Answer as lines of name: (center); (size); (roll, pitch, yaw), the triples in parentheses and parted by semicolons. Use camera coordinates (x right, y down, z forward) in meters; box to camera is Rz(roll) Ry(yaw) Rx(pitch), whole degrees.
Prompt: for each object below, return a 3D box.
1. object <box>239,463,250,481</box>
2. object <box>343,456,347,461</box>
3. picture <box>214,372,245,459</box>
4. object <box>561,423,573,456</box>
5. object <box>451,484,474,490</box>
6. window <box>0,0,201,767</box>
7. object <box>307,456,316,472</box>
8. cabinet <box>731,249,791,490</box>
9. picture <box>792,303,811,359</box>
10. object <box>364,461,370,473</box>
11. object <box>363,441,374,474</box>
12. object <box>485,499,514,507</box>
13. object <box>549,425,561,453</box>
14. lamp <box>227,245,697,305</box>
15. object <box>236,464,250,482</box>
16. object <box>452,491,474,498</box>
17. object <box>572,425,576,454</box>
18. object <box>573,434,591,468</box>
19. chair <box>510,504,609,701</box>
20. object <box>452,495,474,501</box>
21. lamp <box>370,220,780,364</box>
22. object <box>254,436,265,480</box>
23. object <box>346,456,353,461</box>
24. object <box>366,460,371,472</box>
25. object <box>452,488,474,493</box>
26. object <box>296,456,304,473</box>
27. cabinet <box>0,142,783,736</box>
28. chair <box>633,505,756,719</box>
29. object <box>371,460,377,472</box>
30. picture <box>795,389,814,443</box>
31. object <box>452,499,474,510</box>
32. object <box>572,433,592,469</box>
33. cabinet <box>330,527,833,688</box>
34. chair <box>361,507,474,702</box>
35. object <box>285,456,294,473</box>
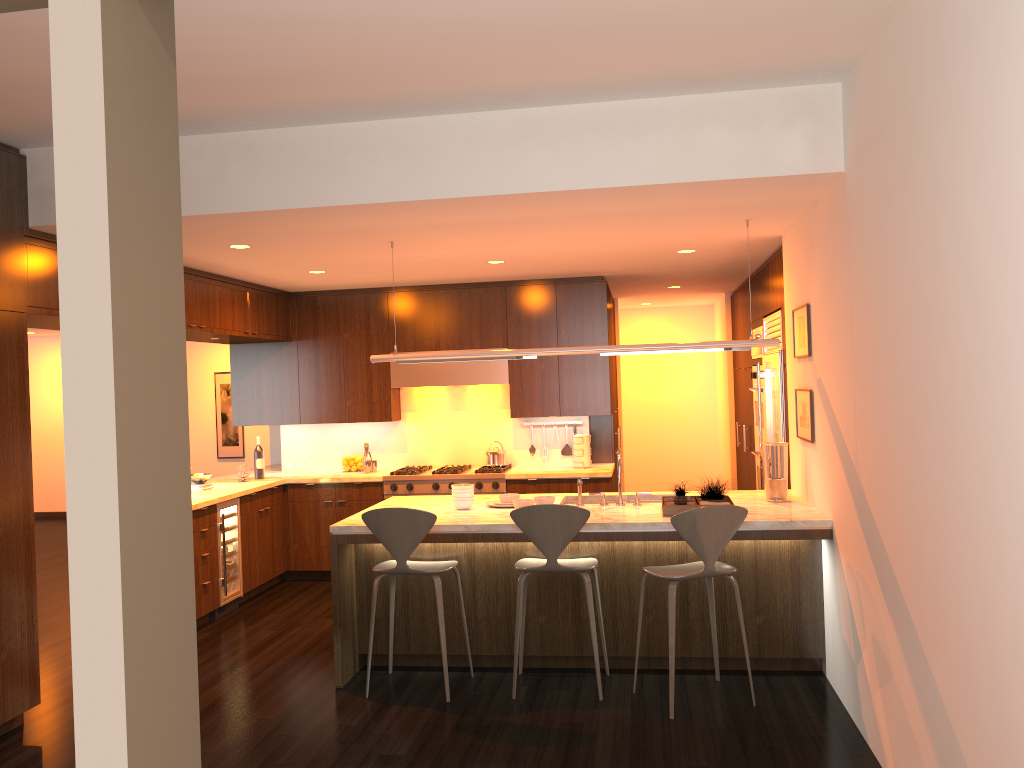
object: (-2.355, 0.768, 7.778); (0.112, 0.151, 0.112); (-2, 0, 27)
object: (-1.538, 0.692, 8.200); (0.057, 0.060, 0.052); (-2, 0, 30)
picture: (-3.915, 0.431, 12.284); (0.398, 1.200, 0.012); (-2, 0, 8)
object: (0.498, 0.502, 8.050); (0.112, 0.303, 0.036); (-2, 0, 8)
object: (-0.304, 0.653, 5.470); (0.140, 0.062, 0.139); (-2, 0, 17)
window: (-0.074, -0.007, 0.988); (2.310, 2.201, 0.152); (-2, 0, 10)
object: (-1.884, 0.750, 8.321); (0.079, 0.154, 0.079); (-2, 0, -9)
cabinet: (2.461, 0.317, 7.754); (0.690, 2.540, 3.924); (-2, 0, 8)
picture: (1.701, -0.305, 5.221); (0.012, 0.298, 0.493); (-2, 0, 8)
object: (-1.308, 0.753, 8.010); (0.060, 0.106, 0.060); (-2, 0, 41)
object: (-1.322, 0.663, 8.019); (0.088, 0.288, 0.101); (-2, 0, 38)
object: (-0.014, 0.751, 5.570); (0.310, 0.021, 0.309); (-2, 0, 8)
object: (0.386, 0.498, 8.050); (0.114, 0.271, 0.008); (-2, 0, 8)
lamp: (-6.562, -0.771, 9.125); (16.431, 0.171, 5.868); (-2, 0, 8)
object: (-2.314, 0.767, 7.630); (0.112, 0.151, 0.112); (-2, 0, 27)
object: (-0.302, 0.696, 5.469); (0.140, 0.062, 0.139); (-2, 0, 8)
object: (0.573, 0.513, 8.022); (0.063, 0.281, 0.063); (-2, 0, -14)
object: (0.614, 0.588, 7.796); (0.144, 0.286, 0.149); (-2, 0, -10)
chair: (0.243, 1.145, 4.846); (0.520, 1.047, 0.506); (-2, 0, 8)
object: (-0.302, 0.718, 5.470); (0.140, 0.068, 0.139); (-2, 0, -9)
lamp: (0.333, -0.546, 5.384); (2.465, 0.765, 0.120); (-2, 0, 8)
object: (-2.234, 0.650, 7.829); (0.094, 0.378, 0.095); (-2, 0, 34)
object: (-1.496, 0.686, 8.167); (0.063, 0.051, 0.053); (-2, 0, -1)
object: (-1.317, 0.753, 8.129); (0.060, 0.106, 0.060); (-2, 0, 41)
object: (-0.303, 0.674, 5.470); (0.140, 0.064, 0.139); (-2, 0, -17)
object: (-1.993, 0.754, 8.339); (0.079, 0.154, 0.079); (-2, 0, -9)
cabinet: (-0.213, 0.184, 6.226); (5.521, 2.997, 7.728); (-2, 0, 8)
chair: (0.946, 1.120, 4.585); (0.520, 1.047, 0.506); (-2, 0, -17)
object: (-1.257, 0.751, 8.083); (0.060, 0.106, 0.060); (-2, 0, 41)
picture: (1.717, 0.180, 5.219); (0.012, 0.300, 0.496); (-2, 0, 8)
object: (-0.301, 0.742, 5.470); (0.140, 0.059, 0.139); (-2, 0, 0)
object: (0.609, 0.586, 7.804); (0.168, 0.304, 0.160); (-2, 0, -38)
cabinet: (0.426, 1.223, 5.415); (2.713, 0.876, 1.281); (-2, 0, 8)
chair: (-0.546, 1.173, 4.921); (0.520, 1.047, 0.506); (-2, 0, 13)
object: (-2.100, 0.757, 8.357); (0.079, 0.154, 0.079); (-2, 0, -9)
